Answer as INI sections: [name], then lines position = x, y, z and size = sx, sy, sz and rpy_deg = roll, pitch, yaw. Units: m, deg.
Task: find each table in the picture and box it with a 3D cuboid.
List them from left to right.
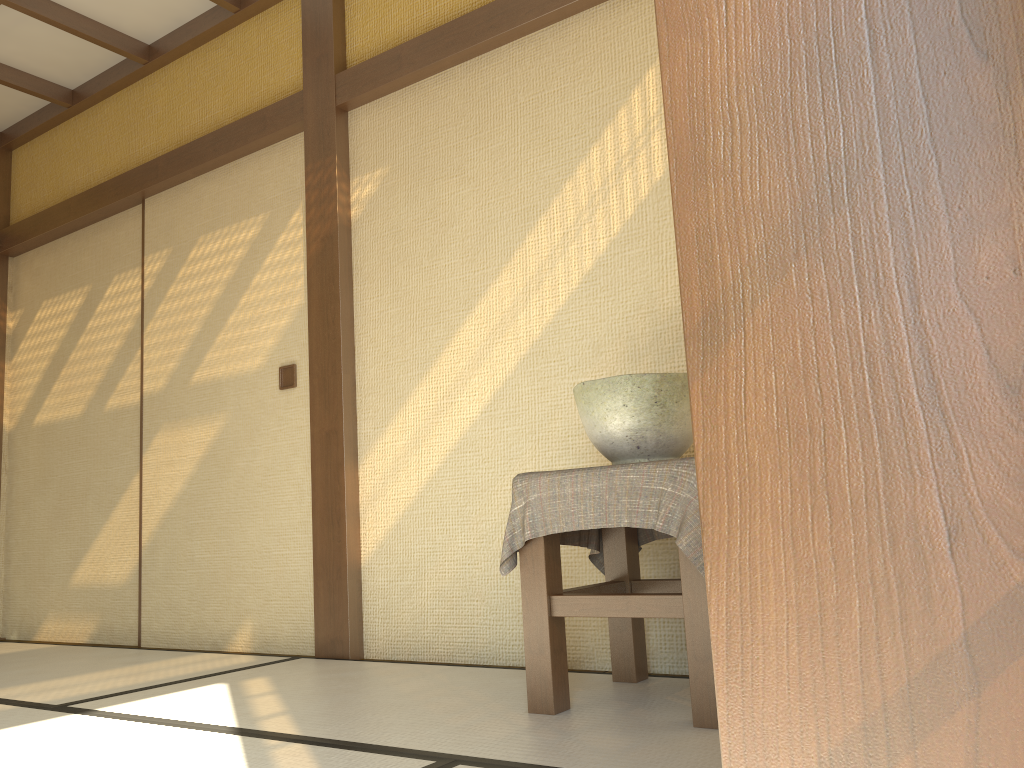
[table]
position = 0.378, 0.513, 2.315
size = 0.629, 0.595, 0.633
rpy_deg = -9, -11, 33

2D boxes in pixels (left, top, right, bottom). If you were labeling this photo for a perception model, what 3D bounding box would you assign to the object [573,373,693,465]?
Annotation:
[object]
position = 0.348, 0.110, 2.367
size = 0.357, 0.230, 0.358
rpy_deg = -4, -9, 4
